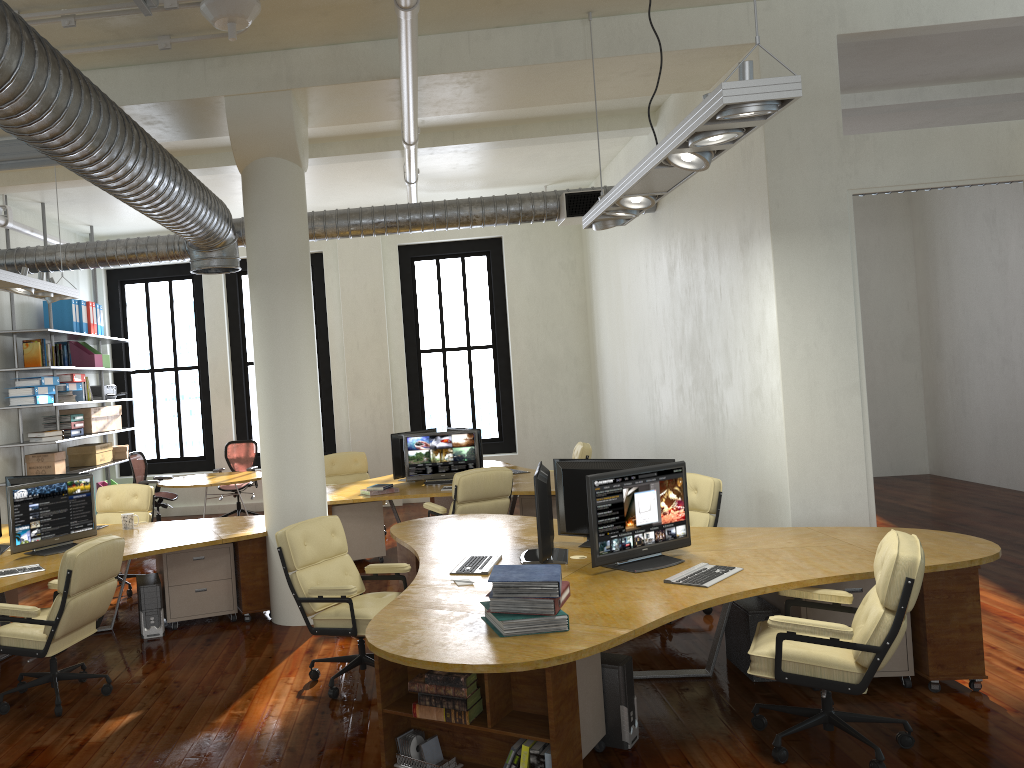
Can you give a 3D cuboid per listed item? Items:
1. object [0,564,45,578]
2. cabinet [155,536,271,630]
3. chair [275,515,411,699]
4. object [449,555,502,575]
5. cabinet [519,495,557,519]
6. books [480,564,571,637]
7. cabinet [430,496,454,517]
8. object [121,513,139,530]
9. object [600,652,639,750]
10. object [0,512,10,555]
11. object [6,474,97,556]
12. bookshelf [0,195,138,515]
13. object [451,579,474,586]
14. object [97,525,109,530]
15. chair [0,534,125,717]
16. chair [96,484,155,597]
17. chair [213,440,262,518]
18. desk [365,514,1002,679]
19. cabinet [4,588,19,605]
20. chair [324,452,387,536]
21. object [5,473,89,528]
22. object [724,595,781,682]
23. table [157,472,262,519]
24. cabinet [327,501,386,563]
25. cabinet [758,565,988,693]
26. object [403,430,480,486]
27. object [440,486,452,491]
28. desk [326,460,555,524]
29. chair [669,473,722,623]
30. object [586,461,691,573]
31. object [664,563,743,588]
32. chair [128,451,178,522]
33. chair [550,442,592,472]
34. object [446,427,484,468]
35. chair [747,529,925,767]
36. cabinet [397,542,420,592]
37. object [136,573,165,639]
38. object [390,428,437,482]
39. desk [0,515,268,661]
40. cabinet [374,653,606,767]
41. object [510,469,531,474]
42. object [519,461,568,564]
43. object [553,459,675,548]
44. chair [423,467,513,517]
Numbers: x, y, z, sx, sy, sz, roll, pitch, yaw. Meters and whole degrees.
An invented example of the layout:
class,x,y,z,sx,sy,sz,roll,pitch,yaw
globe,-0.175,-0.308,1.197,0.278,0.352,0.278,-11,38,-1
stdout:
class,x,y,z,sx,sy,sz,roll,pitch,yaw
object,-3.476,1.297,6.098,0.434,0.016,0.250,-4,1,-34
cabinet,-2.541,1.608,7.539,0.834,0.709,0.943,-4,1,-23
chair,-1.008,1.372,5.616,0.851,1.021,0.653,-4,0,30
object,-0.213,1.084,5.336,0.241,0.016,0.451,-4,1,12
cabinet,0.641,1.372,8.888,0.976,0.709,0.801,-4,1,35
books,0.047,0.980,4.050,0.434,0.227,0.439,-4,1,11
cabinet,-0.624,1.426,11.238,0.909,0.709,0.868,-4,0,5
object,-3.376,1.211,7.828,0.120,0.131,0.128,-4,0,40
object,0.374,1.598,4.550,0.524,0.411,0.164,-4,0,31
object,-4.201,1.064,7.062,0.277,0.552,0.846,-4,1,-19
object,-3.573,1.023,6.928,0.317,0.552,0.737,-4,0,28
bookshelf,-5.965,-0.006,12.125,0.656,4.602,3.599,-4,0,-6
object,-0.277,1.096,4.921,0.107,0.015,0.139,-4,1,-13
object,-3.919,1.301,8.022,0.490,0.016,0.222,-4,1,8
chair,-2.908,1.501,5.658,0.814,1.021,0.687,-4,0,10
chair,-3.929,1.529,8.730,0.747,1.021,0.749,-4,0,9
chair,-3.926,1.408,12.781,0.754,1.158,0.732,-4,0,8
desk,0.340,1.417,5.717,3.581,0.734,3.790,-4,1,-30
cabinet,-5.063,1.772,8.132,0.978,0.709,0.800,-4,1,37
chair,-1.950,1.364,10.914,0.666,1.021,0.837,-4,0,-26
object,-3.901,1.038,7.477,0.846,0.552,0.277,-4,0,13
object,1.449,1.514,5.362,0.180,0.411,0.479,-4,0,-5
table,-3.972,1.629,11.848,1.607,0.745,1.360,-4,1,26
cabinet,-1.884,1.538,9.372,0.828,0.709,0.949,-4,1,-26
cabinet,2.026,1.327,5.207,0.898,0.709,0.879,-4,0,0
object,-0.756,0.795,9.566,0.806,0.552,0.291,-4,0,-1
object,-0.475,1.052,9.010,0.498,0.016,0.219,-4,1,13
desk,-0.629,1.422,10.215,4.004,0.734,3.408,-4,1,6
chair,1.125,1.211,6.743,0.717,1.021,0.776,-4,0,-31
object,0.740,0.754,5.061,0.737,0.552,0.317,-4,0,-34
object,1.018,1.009,4.697,0.252,0.016,0.429,-3,1,39
chair,-4.808,1.478,12.039,0.778,1.158,0.710,-4,0,4
chair,0.543,1.202,10.332,0.801,1.021,0.699,-4,0,5
object,-0.532,0.773,10.060,0.270,0.552,0.868,-4,1,-28
chair,1.522,1.218,4.221,0.845,1.021,0.659,-4,0,25
cabinet,-0.264,1.464,6.674,0.814,0.709,0.963,-4,1,-31
object,-2.932,1.789,7.184,0.169,0.411,0.509,-4,0,-24
object,-1.106,0.811,10.136,0.320,0.552,0.729,-4,0,39
desk,-4.171,1.703,7.409,3.854,0.734,3.510,-3,1,38
cabinet,-0.040,1.482,4.208,0.966,0.709,0.810,-4,1,30
object,0.000,1.003,10.213,0.215,0.016,0.505,-4,1,-23
object,0.176,0.787,5.437,0.301,0.552,0.779,-4,1,6
object,0.655,0.751,5.651,0.887,0.552,0.264,-4,0,36
chair,-0.417,1.293,8.477,0.659,1.021,0.845,-4,0,-31
